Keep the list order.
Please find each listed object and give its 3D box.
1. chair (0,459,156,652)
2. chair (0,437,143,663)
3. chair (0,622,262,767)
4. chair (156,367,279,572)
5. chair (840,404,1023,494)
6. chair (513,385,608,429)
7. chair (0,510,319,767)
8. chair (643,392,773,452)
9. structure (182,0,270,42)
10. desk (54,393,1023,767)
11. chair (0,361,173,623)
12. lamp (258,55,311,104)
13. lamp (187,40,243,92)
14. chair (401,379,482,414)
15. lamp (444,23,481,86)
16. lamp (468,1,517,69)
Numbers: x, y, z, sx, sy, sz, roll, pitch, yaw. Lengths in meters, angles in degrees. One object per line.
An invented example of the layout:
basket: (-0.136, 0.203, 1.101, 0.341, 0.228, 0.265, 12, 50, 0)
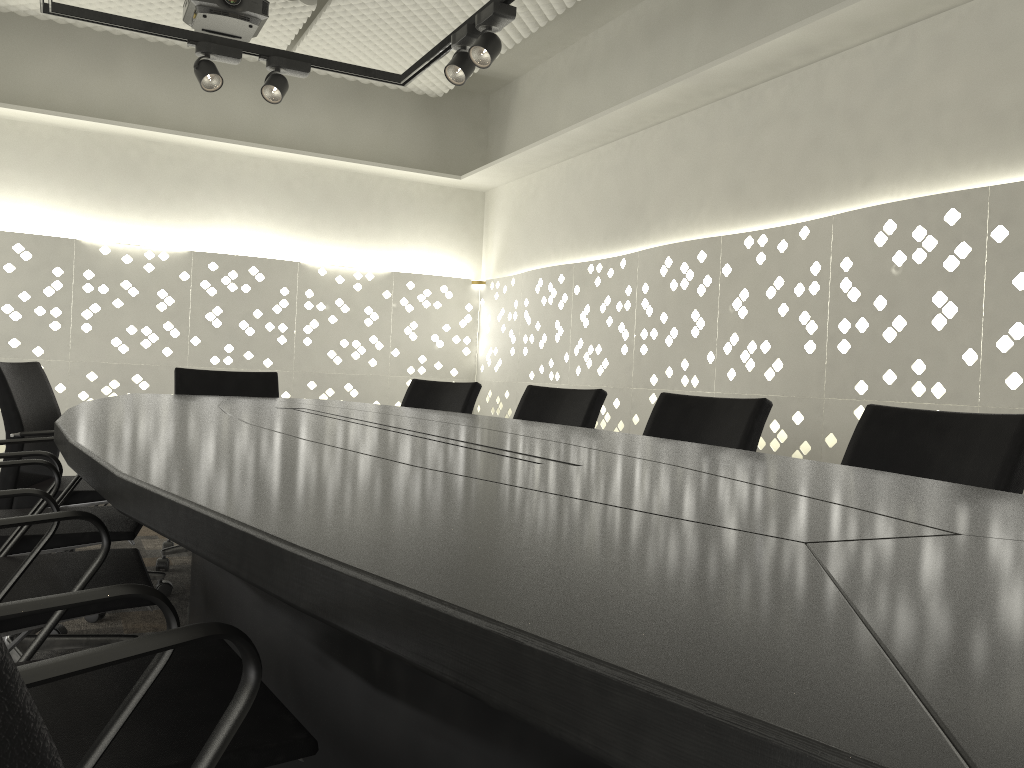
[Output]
chair: (-0.933, 0.341, 1.554, 0.579, 0.757, 0.559, 3, 0, -22)
chair: (-1.180, 0.327, 2.142, 0.579, 0.757, 0.559, 3, 0, -12)
chair: (-0.166, 0.383, 0.495, 0.579, 0.757, 0.559, 3, 0, -37)
chair: (-1.095, 0.324, 3.511, 0.559, 0.757, 0.579, 3, 0, -22)
chair: (0.597, 0.414, 1.575, 0.579, 0.757, 0.559, 3, 0, -12)
chair: (-0.013, 0.379, 2.772, 0.579, 0.757, 0.559, 3, 0, -27)
chair: (-0.550, 0.363, 0.975, 0.579, 0.757, 0.559, 3, 0, -27)
chair: (0.323, 0.398, 2.193, 0.579, 0.757, 0.559, 3, 0, -22)
structure: (-1.267, -1.636, 3.916, 0.327, 0.144, 0.371, 3, 0, -27)
desk: (-0.313, 0.420, 1.912, 1.223, 0.658, 3.364, 3, 0, -27)
chair: (-1.385, 0.314, 2.851, 0.579, 0.757, 0.559, 3, 0, -7)
lamp: (-0.957, -1.282, 3.729, 0.214, 0.224, 0.118, 2, 0, -38)
lamp: (-1.206, -1.293, 3.592, 0.213, 0.224, 0.126, 3, 0, -24)
chair: (-0.422, 0.357, 3.321, 0.579, 0.757, 0.559, 3, 0, -37)
lamp: (-0.186, -1.243, 3.340, 0.126, 0.224, 0.213, 3, 0, -24)
lamp: (-0.084, -1.237, 3.141, 0.126, 0.224, 0.213, 3, 0, -24)
